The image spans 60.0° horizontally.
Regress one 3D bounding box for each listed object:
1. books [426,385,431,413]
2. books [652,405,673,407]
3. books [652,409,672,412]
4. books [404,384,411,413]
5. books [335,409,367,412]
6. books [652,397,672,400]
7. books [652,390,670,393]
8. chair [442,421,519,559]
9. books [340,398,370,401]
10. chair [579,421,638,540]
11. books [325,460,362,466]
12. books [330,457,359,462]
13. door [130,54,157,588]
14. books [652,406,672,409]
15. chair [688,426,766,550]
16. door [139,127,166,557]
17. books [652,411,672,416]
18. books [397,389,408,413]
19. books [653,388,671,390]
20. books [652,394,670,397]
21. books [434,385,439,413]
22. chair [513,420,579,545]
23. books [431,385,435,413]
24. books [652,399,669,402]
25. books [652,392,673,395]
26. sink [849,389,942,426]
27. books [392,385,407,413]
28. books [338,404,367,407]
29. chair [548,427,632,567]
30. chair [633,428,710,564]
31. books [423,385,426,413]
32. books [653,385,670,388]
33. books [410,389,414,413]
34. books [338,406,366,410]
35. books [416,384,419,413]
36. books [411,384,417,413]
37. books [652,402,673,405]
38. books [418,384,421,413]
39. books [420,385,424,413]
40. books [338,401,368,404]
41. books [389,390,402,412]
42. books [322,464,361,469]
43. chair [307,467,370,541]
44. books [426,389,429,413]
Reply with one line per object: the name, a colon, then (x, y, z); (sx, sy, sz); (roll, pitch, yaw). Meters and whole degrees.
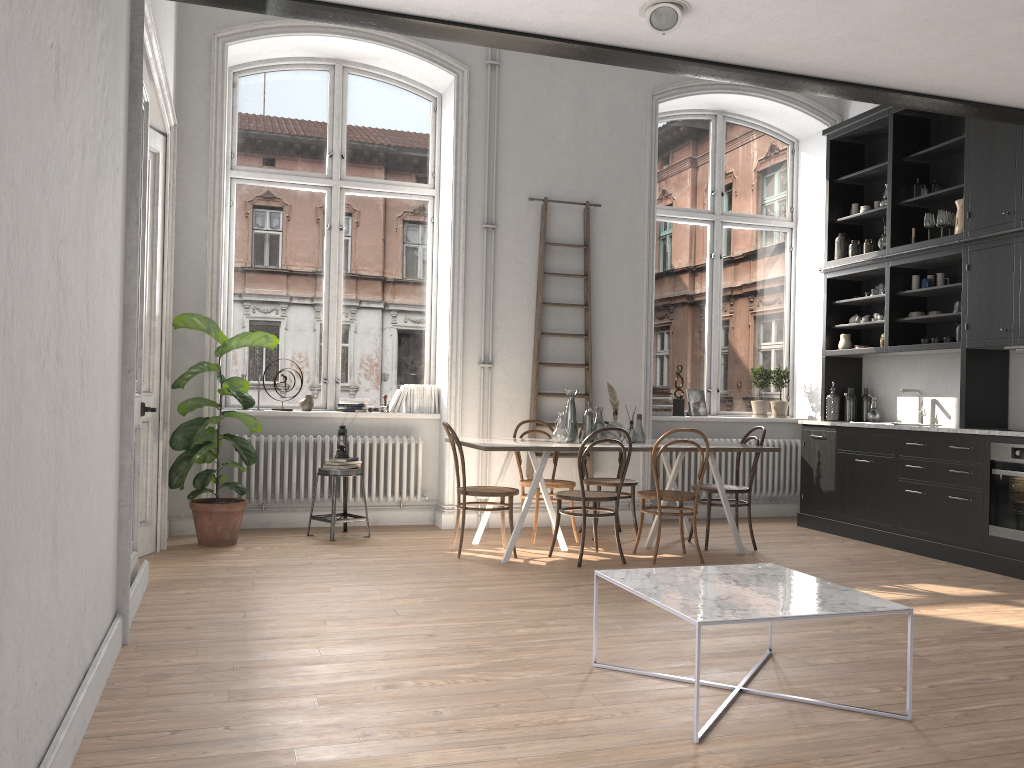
books: (-0.728, 0.128, 7.640); (0.024, 0.243, 0.175); (1, 0, -18)
books: (1.344, 0.200, 8.266); (0.255, 0.014, 0.192); (2, -1, -14)
books: (1.338, 0.242, 8.248); (0.249, 0.023, 0.175); (2, -1, -22)
books: (-0.898, 0.124, 7.586); (0.024, 0.243, 0.175); (1, 0, -18)
books: (-1.344, 0.222, 7.411); (0.221, 0.023, 0.147); (1, -1, 31)
books: (1.352, 0.131, 8.271); (0.222, 0.024, 0.158); (2, -1, -18)
books: (1.338, 0.067, 8.261); (0.231, 0.023, 0.162); (1, -1, -2)
chair: (-0.222, 0.726, 6.198); (0.549, 0.920, 0.438); (1, 0, -9)
books: (-1.314, 0.132, 7.424); (0.244, 0.019, 0.174); (1, -1, -8)
chair: (0.778, 0.762, 7.155); (0.438, 0.920, 0.549); (1, 0, -11)
books: (-1.299, 0.606, 6.848); (0.162, 0.029, 0.232); (1, -1, 43)
books: (-1.297, 0.584, 6.849); (0.147, 0.027, 0.221); (1, -1, 15)
door: (-1.916, -0.288, 4.416); (0.216, 2.814, 1.097); (1, 0, -16)
books: (1.339, 0.219, 8.248); (0.249, 0.023, 0.175); (2, -1, -17)
chair: (1.641, 0.777, 6.766); (0.549, 0.920, 0.438); (1, 0, -5)
door: (-2.427, -0.285, 5.474); (0.216, 2.814, 1.097); (1, 0, 7)
books: (1.335, 0.274, 8.248); (0.248, 0.043, 0.192); (2, -1, -18)
books: (-0.937, 0.142, 7.552); (0.072, 0.203, 0.155); (1, -1, -18)
books: (1.352, 0.045, 8.265); (0.205, 0.020, 0.155); (2, -1, -18)
books: (1.351, 0.109, 8.264); (0.205, 0.022, 0.155); (2, -1, -23)
books: (-0.667, 0.130, 7.636); (0.040, 0.244, 0.174); (1, 0, -18)
chair: (0.256, 0.747, 6.906); (0.438, 0.920, 0.549); (1, 0, -20)
books: (-0.698, 0.129, 7.629); (0.024, 0.243, 0.175); (1, 0, -18)
books: (1.350, 0.154, 8.264); (0.205, 0.022, 0.155); (1, -1, -4)
books: (1.346, 0.088, 8.264); (0.244, 0.019, 0.174); (2, -1, -18)
sink: (3.148, 0.292, 7.250); (0.514, 0.504, 0.526); (1, -1, -18)
books: (-0.960, 0.125, 7.543); (0.100, 0.235, 0.174); (1, 0, -18)
books: (-1.333, 0.177, 7.409); (0.221, 0.023, 0.147); (1, -1, -2)
chair: (0.534, 0.741, 6.009); (0.438, 0.920, 0.549); (1, 0, -22)
chair: (1.102, 0.756, 6.151); (0.438, 0.920, 0.549); (1, 0, -7)
books: (-0.765, 0.127, 7.605); (0.019, 0.243, 0.174); (1, 0, -18)
books: (1.344, 0.024, 8.273); (0.201, 0.024, 0.159); (2, -1, -28)
books: (-0.867, 0.143, 7.574); (0.020, 0.205, 0.155); (1, 0, -18)
books: (-1.336, 0.199, 7.410); (0.205, 0.022, 0.155); (1, -1, 2)
books: (-0.824, 0.125, 7.587); (0.019, 0.243, 0.174); (1, 0, -18)
books: (-0.842, 0.125, 7.571); (0.024, 0.243, 0.175); (1, 0, -18)
books: (1.343, 0.179, 8.267); (0.245, 0.028, 0.193); (2, -1, -23)
books: (-0.811, 0.126, 7.609); (0.019, 0.243, 0.174); (1, 0, -18)
books: (-0.792, 0.127, 7.620); (0.024, 0.243, 0.175); (1, 0, -18)
books: (-1.327, 0.157, 7.399); (0.205, 0.020, 0.155); (2, -1, -28)
books: (-0.999, 0.144, 7.536); (0.105, 0.194, 0.155); (1, -1, -19)
books: (-1.310, 0.632, 6.842); (0.194, 0.034, 0.246); (1, -1, 23)
chair: (-1.322, 0.906, 6.803); (0.364, 0.522, 0.360); (2, -1, -44)
books: (-0.744, 0.146, 7.613); (0.020, 0.205, 0.155); (1, 0, -18)
